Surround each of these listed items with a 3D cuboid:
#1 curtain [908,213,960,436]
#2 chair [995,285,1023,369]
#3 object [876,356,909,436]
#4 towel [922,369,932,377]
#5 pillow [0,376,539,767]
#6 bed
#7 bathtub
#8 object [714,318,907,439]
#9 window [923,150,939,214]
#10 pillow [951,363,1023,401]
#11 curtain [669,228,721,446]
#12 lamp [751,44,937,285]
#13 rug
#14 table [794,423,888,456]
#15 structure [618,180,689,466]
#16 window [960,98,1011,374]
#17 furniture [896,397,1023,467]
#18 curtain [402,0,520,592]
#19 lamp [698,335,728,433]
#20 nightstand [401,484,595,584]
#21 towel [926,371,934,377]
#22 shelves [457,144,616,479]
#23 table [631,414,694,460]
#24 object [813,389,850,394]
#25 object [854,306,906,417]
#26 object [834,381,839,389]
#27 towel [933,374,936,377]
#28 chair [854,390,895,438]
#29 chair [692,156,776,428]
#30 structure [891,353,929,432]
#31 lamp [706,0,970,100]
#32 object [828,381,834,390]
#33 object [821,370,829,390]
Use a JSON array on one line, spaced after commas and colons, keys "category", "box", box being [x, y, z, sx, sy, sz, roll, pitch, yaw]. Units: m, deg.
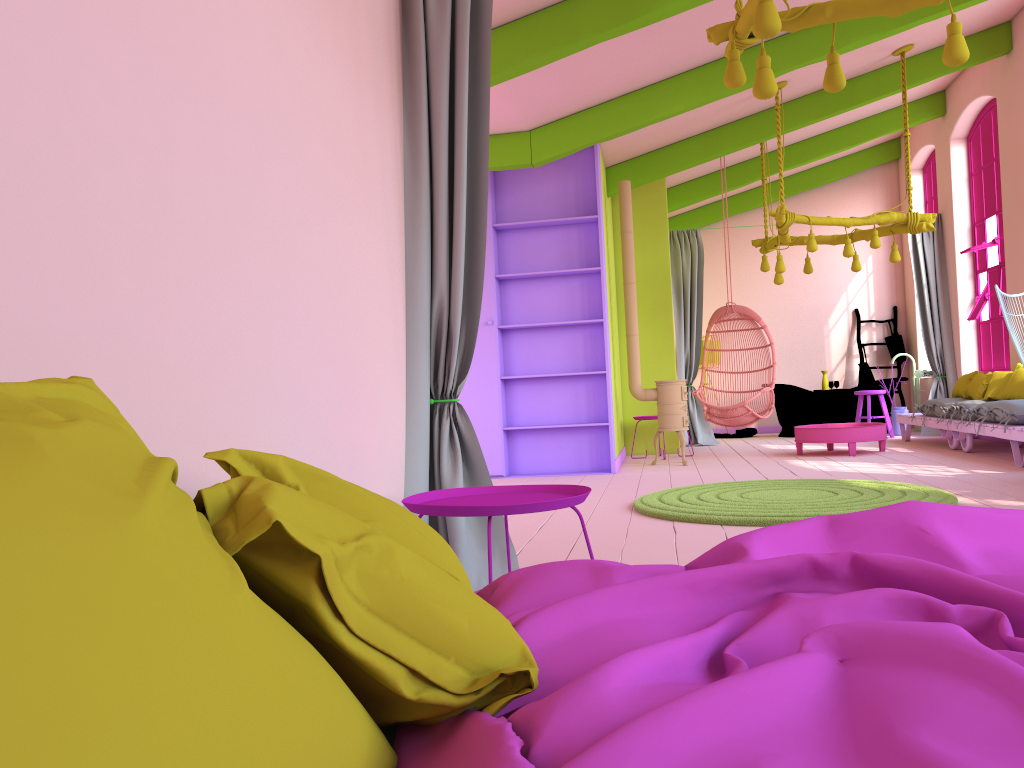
[{"category": "curtain", "box": [5.159, -0.722, 10.797, 0.518, 2.785, 0.525, -3, 0, 29]}, {"category": "chair", "box": [3.237, 0.041, 4.822, 0.925, 1.238, 1.078, -3, 0, 44]}, {"category": "object", "box": [4.831, 0.156, 11.154, 0.277, 0.987, 0.451, -3, 0, -36]}, {"category": "towel", "box": [5.647, -0.149, 11.895, 0.262, 0.102, 0.247, -3, -1, 10]}, {"category": "pillow", "box": [-0.385, 0.382, 1.023, 0.848, 0.822, 2.617, -3, -1, -1]}, {"category": "bed", "box": [0.738, 0.488, 1.094, 2.802, 0.514, 3.576, -3, -1, 9]}, {"category": "bathtub", "box": [4.370, 0.317, 12.008, 1.889, 0.740, 0.826, -3, 0, 10]}, {"category": "object", "box": [3.545, -0.095, 9.120, 2.827, 1.580, 7.864, -3, -1, 10]}, {"category": "window", "box": [5.647, -1.605, 11.625, 0.072, 3.047, 1.275, -3, 0, 10]}, {"category": "pillow", "box": [4.705, 0.008, 8.537, 0.578, 0.399, 1.997, -3, -1, 9]}, {"category": "curtain", "box": [2.264, -0.620, 11.296, 0.518, 2.785, 0.525, -3, 0, -10]}, {"category": "lamp", "box": [3.034, -2.154, 8.972, 1.610, 2.264, 1.776, -3, 0, -9]}, {"category": "rug", "box": [1.722, 0.721, 5.547, 1.888, 0.050, 1.889, -3, -1, -3]}, {"category": "table", "box": [3.325, 0.560, 8.982, 0.886, 0.285, 0.885, -3, -1, 36]}, {"category": "structure", "box": [1.444, -0.609, 8.798, 0.577, 2.814, 0.403, -3, 0, 27]}, {"category": "window", "box": [5.330, -1.603, 9.743, 0.551, 3.009, 1.513, -3, 0, 10]}, {"category": "furniture", "box": [4.545, 0.380, 8.484, 0.907, 0.507, 3.775, -3, -1, 10]}, {"category": "curtain", "box": [-0.271, -0.573, 3.513, 0.518, 2.785, 0.525, -3, 0, -10]}, {"category": "lamp", "box": [2.815, 0.027, 12.905, 0.491, 1.466, 0.476, -3, 0, 40]}, {"category": "nightstand", "box": [-0.037, 0.571, 2.791, 0.596, 0.458, 0.596, -3, -1, -43]}, {"category": "towel", "box": [5.602, -0.150, 11.632, 0.247, 0.102, 0.262, -3, -1, 0]}, {"category": "shelves", "box": [-0.037, -0.669, 8.298, 1.842, 3.104, 0.384, -3, 0, 10]}, {"category": "table", "box": [1.622, 0.569, 9.628, 0.596, 0.458, 0.596, -3, -1, -43]}, {"category": "object", "box": [4.326, 0.107, 12.014, 0.360, 0.068, 1.323, -3, -1, 10]}, {"category": "object", "box": [5.246, -0.224, 12.598, 0.603, 1.764, 0.410, -3, 0, 10]}, {"category": "object", "box": [4.384, 0.043, 11.971, 0.069, 0.170, 0.069, -3, 0, 29]}, {"category": "towel", "box": [5.556, -0.151, 11.367, 0.262, 0.102, 0.247, -3, -1, 5]}, {"category": "chair", "box": [4.390, 0.377, 10.883, 0.472, 0.593, 0.446, -3, 0, -22]}, {"category": "chair", "box": [2.319, -1.095, 9.497, 0.860, 3.129, 0.806, -3, 0, 29]}, {"category": "structure", "box": [5.343, 0.110, 11.822, 0.254, 1.061, 0.452, -3, 0, -37]}, {"category": "lamp", "box": [1.370, -2.331, 3.632, 1.610, 2.264, 1.776, -3, 0, -9]}, {"category": "object", "box": [4.259, 0.048, 11.827, 0.069, 0.170, 0.069, -3, 0, 29]}, {"category": "object", "box": [4.236, -0.021, 11.997, 0.097, 0.321, 0.097, -3, 0, 21]}]
